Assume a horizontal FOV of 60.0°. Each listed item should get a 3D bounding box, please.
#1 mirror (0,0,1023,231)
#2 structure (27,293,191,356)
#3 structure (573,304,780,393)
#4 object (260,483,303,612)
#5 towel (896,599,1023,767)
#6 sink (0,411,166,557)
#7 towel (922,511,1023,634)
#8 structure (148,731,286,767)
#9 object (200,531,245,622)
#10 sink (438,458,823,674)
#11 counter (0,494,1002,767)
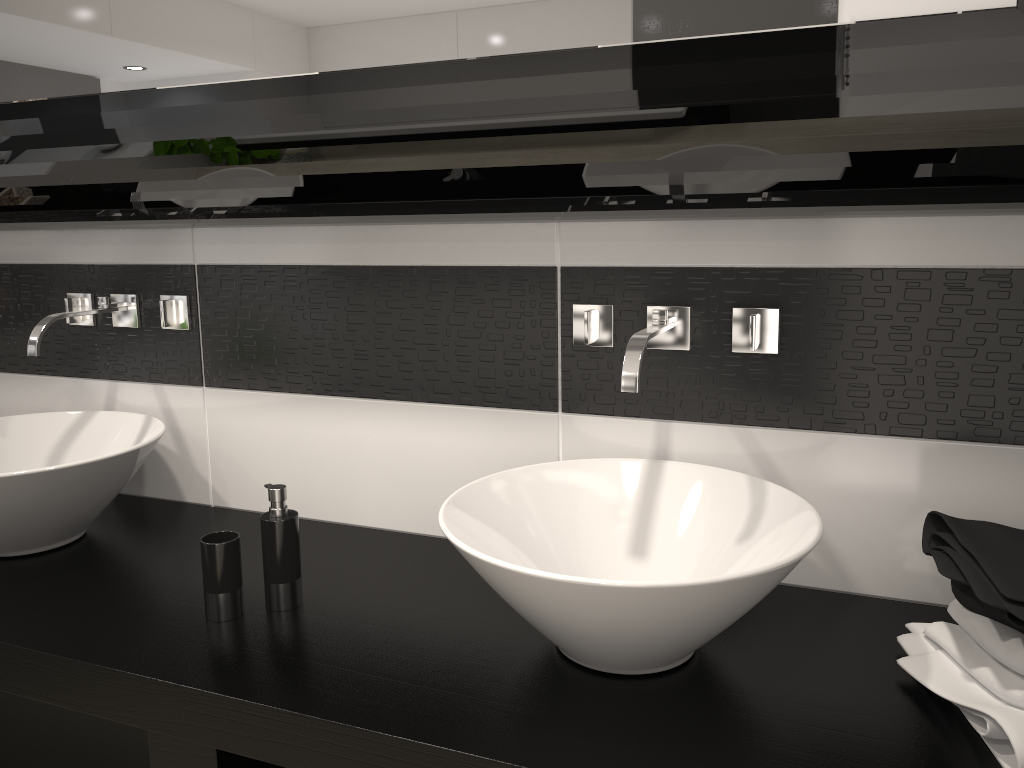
[{"bbox_3d":[-0.304,-0.737,1.580,2.615,0.897,0.259,3,10,23],"label":"mirror"},{"bbox_3d":[-0.942,-0.134,1.949,0.367,0.108,0.260,3,11,22],"label":"structure"},{"bbox_3d":[0.235,-0.063,1.460,0.367,0.108,0.260,3,11,22],"label":"structure"},{"bbox_3d":[-0.392,0.274,1.503,0.063,0.207,0.063,-1,9,3],"label":"object"},{"bbox_3d":[0.728,0.363,1.159,0.390,0.132,0.408,0,10,8],"label":"towel"},{"bbox_3d":[-1.008,0.218,1.834,0.560,0.211,0.562,-5,11,-23],"label":"sink"},{"bbox_3d":[0.752,0.289,1.175,0.388,0.131,0.408,1,10,10],"label":"towel"},{"bbox_3d":[-0.380,0.843,1.543,0.126,0.758,0.467,3,10,22],"label":"structure"},{"bbox_3d":[-0.481,0.319,1.473,0.063,0.133,0.063,-7,11,-32],"label":"object"},{"bbox_3d":[0.172,0.289,1.343,0.559,0.211,0.562,-1,10,2],"label":"sink"},{"bbox_3d":[-0.430,0.405,1.596,3.847,0.084,0.658,3,11,23],"label":"counter"}]
